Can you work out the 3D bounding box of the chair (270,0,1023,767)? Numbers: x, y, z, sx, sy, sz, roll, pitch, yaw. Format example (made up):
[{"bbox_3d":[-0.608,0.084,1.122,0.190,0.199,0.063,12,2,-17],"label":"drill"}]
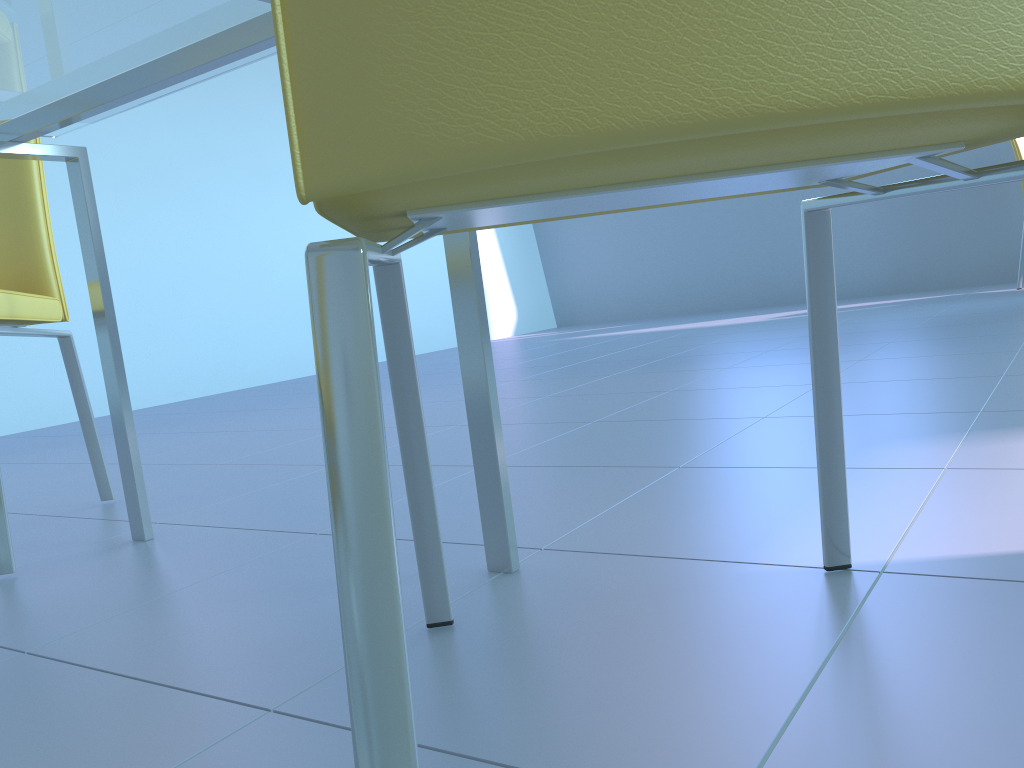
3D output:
[{"bbox_3d":[0.083,-0.134,0.520,0.387,0.695,0.484,-8,6,-2],"label":"chair"}]

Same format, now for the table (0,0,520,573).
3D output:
[{"bbox_3d":[-0.623,0.007,0.591,0.730,0.590,1.173,-3,7,34],"label":"table"}]

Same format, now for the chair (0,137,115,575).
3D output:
[{"bbox_3d":[-0.914,-0.091,1.330,0.387,0.695,0.484,-8,6,-8],"label":"chair"}]

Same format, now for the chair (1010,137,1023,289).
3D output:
[{"bbox_3d":[2.525,-0.800,3.900,0.387,0.695,0.484,-10,7,-25],"label":"chair"}]
